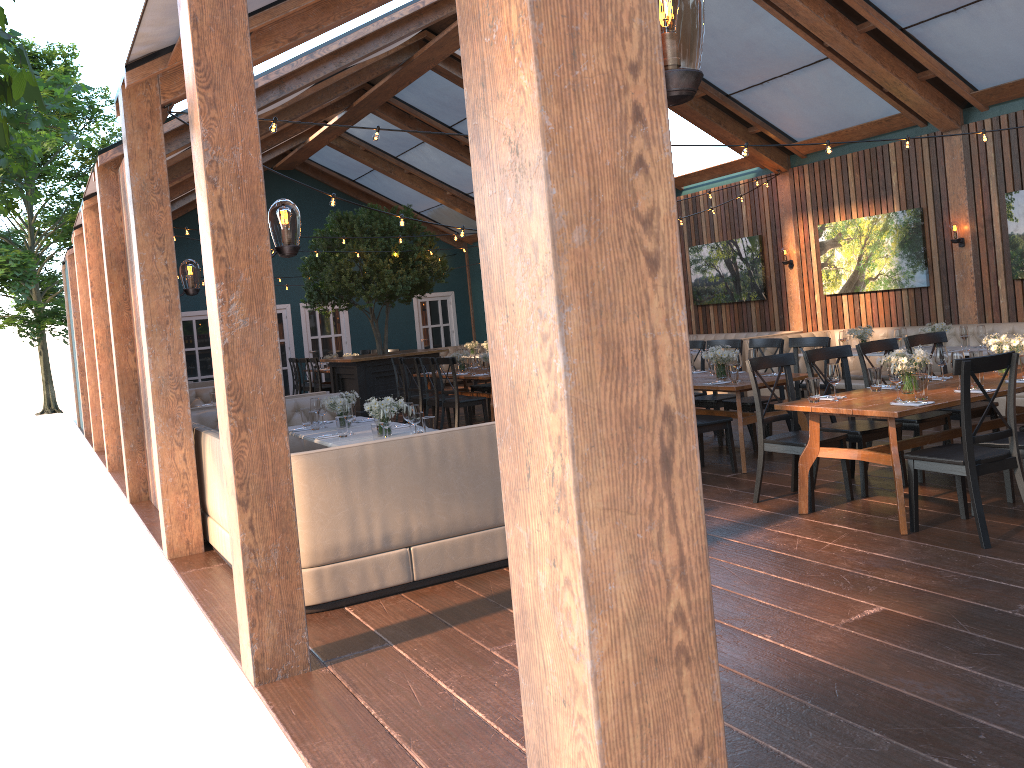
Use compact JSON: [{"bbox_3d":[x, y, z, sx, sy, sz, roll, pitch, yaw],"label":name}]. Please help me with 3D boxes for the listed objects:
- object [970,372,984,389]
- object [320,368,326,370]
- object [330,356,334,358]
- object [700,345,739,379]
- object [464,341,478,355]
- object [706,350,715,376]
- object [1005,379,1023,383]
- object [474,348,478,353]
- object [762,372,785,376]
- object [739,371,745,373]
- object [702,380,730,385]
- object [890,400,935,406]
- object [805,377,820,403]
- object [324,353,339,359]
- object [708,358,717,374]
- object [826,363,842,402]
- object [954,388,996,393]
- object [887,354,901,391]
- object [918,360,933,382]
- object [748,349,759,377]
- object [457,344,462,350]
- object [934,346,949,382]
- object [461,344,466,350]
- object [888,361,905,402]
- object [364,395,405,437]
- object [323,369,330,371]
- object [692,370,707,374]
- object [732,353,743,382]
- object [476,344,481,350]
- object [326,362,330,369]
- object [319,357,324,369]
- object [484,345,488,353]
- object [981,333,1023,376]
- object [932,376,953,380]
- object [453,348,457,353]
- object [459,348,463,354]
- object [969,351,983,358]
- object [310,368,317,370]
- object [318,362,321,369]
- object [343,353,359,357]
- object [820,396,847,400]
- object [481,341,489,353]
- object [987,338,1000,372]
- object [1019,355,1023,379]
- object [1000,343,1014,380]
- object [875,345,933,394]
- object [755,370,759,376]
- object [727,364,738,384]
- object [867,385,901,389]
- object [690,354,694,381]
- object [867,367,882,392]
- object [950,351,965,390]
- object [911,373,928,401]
[{"bbox_3d":[3.004,-0.052,5.718,0.092,0.158,0.092,-5,2,-2],"label":"object"},{"bbox_3d":[-3.831,-0.302,17.930,0.256,0.019,0.157,-8,5,-28],"label":"object"},{"bbox_3d":[-3.640,-0.433,17.933,0.092,0.244,0.092,-5,1,14],"label":"object"},{"bbox_3d":[1.889,-0.202,7.993,0.335,0.309,0.330,-4,3,29],"label":"object"},{"bbox_3d":[-0.902,-0.808,19.763,0.328,0.309,0.337,-4,3,27],"label":"object"},{"bbox_3d":[1.894,-0.203,8.418,0.092,0.244,0.092,-5,1,14],"label":"object"},{"bbox_3d":[3.369,-0.025,5.836,0.158,0.019,0.255,-8,5,-28],"label":"object"},{"bbox_3d":[-0.765,-0.693,19.104,0.092,0.158,0.091,-7,2,-42],"label":"object"},{"bbox_3d":[2.331,-0.088,7.871,0.256,0.019,0.157,-8,5,-28],"label":"object"},{"bbox_3d":[2.081,-0.107,8.409,0.256,0.019,0.157,-8,5,-28],"label":"object"},{"bbox_3d":[1.778,-0.016,7.612,0.256,0.019,0.157,-8,5,-28],"label":"object"},{"bbox_3d":[2.377,0.110,5.298,0.158,0.019,0.255,-8,5,-28],"label":"object"},{"bbox_3d":[1.970,0.040,5.783,0.092,0.158,0.092,-5,2,-2],"label":"object"},{"bbox_3d":[-3.718,-0.488,18.307,0.330,0.309,0.336,-7,3,-30],"label":"object"},{"bbox_3d":[1.935,-0.173,8.531,0.092,0.158,0.092,-5,2,-2],"label":"object"},{"bbox_3d":[2.085,-0.009,5.725,0.092,0.244,0.092,-5,1,14],"label":"object"},{"bbox_3d":[2.909,0.037,5.591,0.158,0.019,0.255,-8,5,-28],"label":"object"},{"bbox_3d":[2.601,-0.080,6.005,0.092,0.244,0.092,-5,1,14],"label":"object"},{"bbox_3d":[2.958,-0.095,6.320,0.092,0.158,0.092,-5,2,-2],"label":"object"},{"bbox_3d":[2.155,-0.186,7.883,0.092,0.244,0.092,-5,1,14],"label":"object"},{"bbox_3d":[-1.189,-0.775,20.105,0.092,0.244,0.092,-5,1,14],"label":"object"},{"bbox_3d":[3.043,-0.141,6.263,0.092,0.244,0.092,-5,1,14],"label":"object"},{"bbox_3d":[-1.085,-0.768,19.886,0.092,0.244,0.092,-5,1,14],"label":"object"},{"bbox_3d":[2.376,-0.016,5.464,0.092,0.244,0.092,-5,1,14],"label":"object"},{"bbox_3d":[-0.956,0.233,6.581,0.335,0.309,0.330,-3,3,36],"label":"object"},{"bbox_3d":[-3.581,-0.288,17.456,0.256,0.019,0.157,-8,5,-28],"label":"object"},{"bbox_3d":[1.815,-0.118,8.864,0.256,0.019,0.157,-8,5,-28],"label":"object"},{"bbox_3d":[1.939,-0.143,7.603,0.092,0.244,0.092,-5,1,14],"label":"object"},{"bbox_3d":[-0.723,-0.748,19.203,0.092,0.244,0.092,-5,1,20],"label":"object"},{"bbox_3d":[-3.695,-0.377,17.830,0.092,0.158,0.092,-5,2,-2],"label":"object"},{"bbox_3d":[-3.956,-0.441,18.414,0.092,0.244,0.092,-5,1,14],"label":"object"},{"bbox_3d":[-0.568,-0.780,19.424,0.092,0.244,0.092,-5,1,20],"label":"object"},{"bbox_3d":[3.514,-0.220,6.280,0.328,0.309,0.337,-4,3,27],"label":"object"},{"bbox_3d":[3.086,-0.045,6.429,0.158,0.019,0.255,-8,5,-28],"label":"object"},{"bbox_3d":[-1.284,-0.727,20.151,0.092,0.158,0.091,-7,2,-42],"label":"object"},{"bbox_3d":[-1.127,-0.713,19.787,0.092,0.158,0.091,-7,2,-42],"label":"object"},{"bbox_3d":[3.469,-0.165,6.605,0.092,0.158,0.092,-5,2,-2],"label":"object"},{"bbox_3d":[-4.110,-0.315,18.432,0.256,0.019,0.157,-8,5,-28],"label":"object"},{"bbox_3d":[-3.998,-0.386,18.315,0.092,0.158,0.092,-5,2,-2],"label":"object"},{"bbox_3d":[-3.167,-0.471,17.432,0.329,0.309,0.336,-6,3,-13],"label":"object"},{"bbox_3d":[2.115,0.088,5.890,0.158,0.019,0.255,-8,5,-28],"label":"object"},{"bbox_3d":[-0.493,-0.789,19.039,0.335,0.309,0.330,-5,3,14],"label":"object"},{"bbox_3d":[3.564,-0.212,6.538,0.092,0.244,0.092,-5,1,14],"label":"object"},{"bbox_3d":[3.477,-0.115,5.964,0.092,0.158,0.092,-5,2,-2],"label":"object"},{"bbox_3d":[3.365,-0.151,6.002,0.092,0.244,0.092,-5,1,14],"label":"object"},{"bbox_3d":[2.585,-0.095,5.794,0.336,0.309,0.330,-5,3,4],"label":"object"},{"bbox_3d":[2.184,-0.154,7.990,0.092,0.158,0.092,-5,2,-2],"label":"object"},{"bbox_3d":[1.876,-0.086,7.497,0.092,0.158,0.092,-5,2,-2],"label":"object"},{"bbox_3d":[2.626,0.018,6.174,0.158,0.019,0.255,-8,5,-28],"label":"object"},{"bbox_3d":[1.624,-0.153,8.096,0.092,0.244,0.092,-5,1,14],"label":"object"},{"bbox_3d":[2.486,-0.030,6.055,0.092,0.158,0.092,-5,2,-2],"label":"object"},{"bbox_3d":[2.904,-0.088,5.750,0.092,0.244,0.092,-5,1,14],"label":"object"},{"bbox_3d":[2.502,0.019,5.420,0.092,0.158,0.092,-5,2,-2],"label":"object"}]
